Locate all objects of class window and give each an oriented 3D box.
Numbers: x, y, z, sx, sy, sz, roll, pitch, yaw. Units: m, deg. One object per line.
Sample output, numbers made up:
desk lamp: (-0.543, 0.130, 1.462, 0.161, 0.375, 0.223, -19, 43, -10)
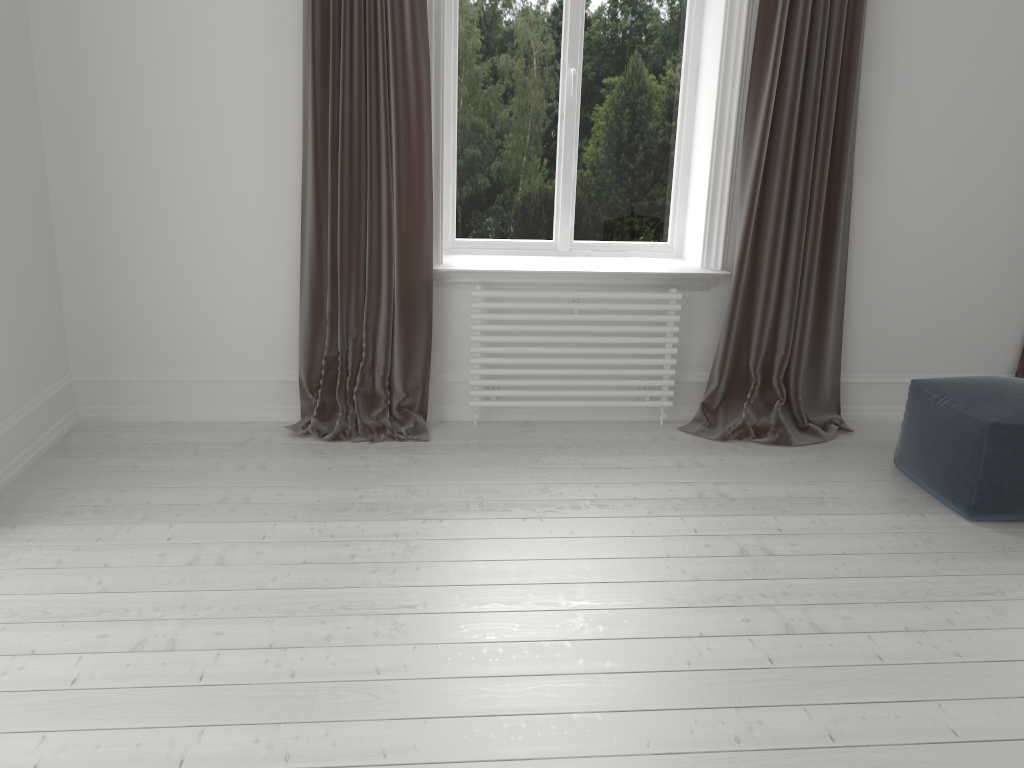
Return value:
window: (0.266, -1.495, 3.776, 1.112, 1.956, 0.120, 0, 17, -6)

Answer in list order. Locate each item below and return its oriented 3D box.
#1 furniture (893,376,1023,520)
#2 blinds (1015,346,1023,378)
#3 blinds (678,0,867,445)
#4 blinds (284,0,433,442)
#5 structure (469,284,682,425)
furniture: (1.803, 0.198, 3.247, 0.646, 0.423, 0.646, 0, 17, -5)
blinds: (2.561, -1.081, 3.630, 0.582, 2.681, 0.294, 2, 17, 1)
blinds: (1.152, -1.071, 3.445, 0.769, 2.680, 0.318, -1, 17, -10)
blinds: (-0.588, -1.083, 3.300, 0.595, 2.681, 0.246, 3, 17, 2)
structure: (0.259, -0.095, 3.817, 0.887, 0.670, 0.120, 0, 17, -5)
